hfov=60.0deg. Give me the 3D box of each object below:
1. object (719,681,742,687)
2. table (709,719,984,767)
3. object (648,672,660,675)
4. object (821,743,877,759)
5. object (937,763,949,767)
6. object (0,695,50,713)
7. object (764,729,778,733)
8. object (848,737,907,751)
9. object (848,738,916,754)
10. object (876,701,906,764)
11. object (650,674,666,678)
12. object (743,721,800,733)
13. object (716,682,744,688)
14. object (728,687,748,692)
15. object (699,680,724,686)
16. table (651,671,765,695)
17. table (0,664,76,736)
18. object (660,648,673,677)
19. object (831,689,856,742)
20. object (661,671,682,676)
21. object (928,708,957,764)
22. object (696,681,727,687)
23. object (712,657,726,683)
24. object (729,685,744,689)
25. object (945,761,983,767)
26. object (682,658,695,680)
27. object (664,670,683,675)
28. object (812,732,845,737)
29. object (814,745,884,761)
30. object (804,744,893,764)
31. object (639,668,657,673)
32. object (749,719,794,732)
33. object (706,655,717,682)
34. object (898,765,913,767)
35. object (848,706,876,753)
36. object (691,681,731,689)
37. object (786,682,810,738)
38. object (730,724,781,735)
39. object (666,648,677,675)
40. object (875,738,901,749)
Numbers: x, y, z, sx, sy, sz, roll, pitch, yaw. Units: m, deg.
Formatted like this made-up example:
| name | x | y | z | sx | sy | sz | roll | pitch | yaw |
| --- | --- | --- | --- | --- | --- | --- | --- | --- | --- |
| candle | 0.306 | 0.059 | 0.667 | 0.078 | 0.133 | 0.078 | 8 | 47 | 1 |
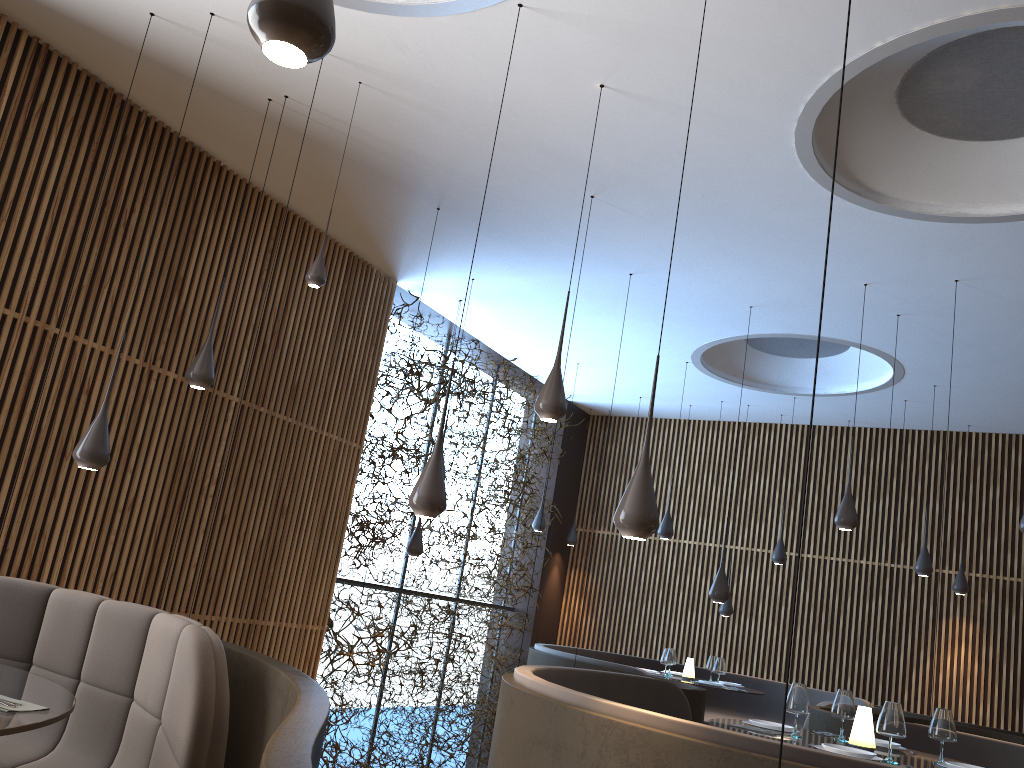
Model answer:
| name | x | y | z | sx | sy | sz | roll | pitch | yaw |
| --- | --- | --- | --- | --- | --- | --- | --- | --- | --- |
| object | 2.470 | 3.404 | 10.055 | 0.263 | 0.029 | 0.265 | 5 | -15 | 18 |
| table | 1.864 | 2.529 | 4.827 | 1.672 | 1.018 | 1.681 | -2 | -18 | 39 |
| object | 1.476 | 3.183 | 9.804 | 0.331 | 0.014 | 0.334 | 2 | -16 | 27 |
| object | 1.706 | 1.865 | 4.495 | 0.263 | 0.029 | 0.264 | -4 | -19 | 42 |
| object | 2.414 | 2.035 | 4.652 | 0.332 | 0.014 | 0.333 | -2 | -18 | 38 |
| object | -1.311 | 0.801 | 2.239 | 0.261 | 0.016 | 0.127 | 4 | -15 | 22 |
| object | 1.546 | 2.050 | 5.287 | 0.204 | 0.011 | 0.413 | 2 | -16 | 26 |
| object | 2.210 | 2.181 | 5.365 | 0.333 | 0.014 | 0.332 | 22 | -19 | -41 |
| object | 2.214 | 2.182 | 5.362 | 0.410 | 0.011 | 0.205 | -1 | -17 | 36 |
| object | 1.951 | 1.792 | 4.563 | 0.142 | 0.294 | 0.142 | 12 | -13 | -8 |
| object | 1.511 | 3.121 | 9.509 | 0.262 | 0.016 | 0.127 | 12 | -14 | -8 |
| object | 1.545 | 2.048 | 5.283 | 0.332 | 0.014 | 0.334 | -1 | -18 | 37 |
| object | 2.468 | 3.413 | 10.053 | 0.331 | 0.014 | 0.334 | 6 | -15 | 15 |
| object | 2.408 | 3.258 | 9.452 | 0.126 | 0.016 | 0.263 | 12 | -14 | -9 |
| object | 2.115 | 3.184 | 9.423 | 0.263 | 0.029 | 0.264 | 0 | -17 | 34 |
| table | 1.890 | 3.801 | 9.829 | 1.673 | 1.018 | 1.680 | 12 | -14 | -9 |
| table | -2.026 | 1.154 | 2.000 | 1.671 | 1.018 | 1.683 | 4 | -15 | 21 |
| object | 1.693 | 3.052 | 9.706 | 0.142 | 0.294 | 0.143 | 4 | -14 | 24 |
| object | 2.005 | 2.005 | 5.369 | 0.142 | 0.294 | 0.142 | 20 | -16 | -38 |
| object | 1.919 | 3.423 | 10.459 | 0.331 | 0.014 | 0.334 | 2 | -16 | 27 |
| object | 2.381 | 1.951 | 4.905 | 0.142 | 0.294 | 0.143 | 9 | -13 | 1 |
| object | 2.114 | 3.193 | 9.421 | 0.331 | 0.014 | 0.334 | 6 | -15 | 16 |
| object | 2.253 | 3.131 | 9.643 | 0.142 | 0.294 | 0.143 | 4 | -14 | 22 |
| object | 2.469 | 3.414 | 10.048 | 0.204 | 0.011 | 0.413 | 12 | -14 | -8 |
| object | 2.416 | 2.026 | 4.654 | 0.263 | 0.029 | 0.264 | -4 | -20 | 44 |
| object | 1.993 | 3.200 | 9.966 | 0.142 | 0.231 | 0.145 | 7 | -13 | 10 |
| object | 1.920 | 3.414 | 10.461 | 0.263 | 0.029 | 0.265 | 4 | -15 | 21 |
| object | 1.989 | 2.203 | 5.570 | 0.126 | 0.016 | 0.263 | -2 | -18 | 40 |
| object | 1.705 | 1.875 | 4.493 | 0.331 | 0.014 | 0.334 | 8 | -14 | 5 |
| object | 1.700 | 1.876 | 4.495 | 0.410 | 0.011 | 0.205 | 1 | -17 | 32 |
| object | 1.478 | 3.173 | 9.806 | 0.264 | 0.029 | 0.264 | 16 | -15 | -23 |
| object | 1.546 | 2.039 | 5.286 | 0.263 | 0.029 | 0.264 | 10 | -14 | -3 |
| object | 2.304 | 3.286 | 10.223 | 0.142 | 0.294 | 0.142 | 13 | -13 | -16 |
| object | 1.937 | 1.872 | 4.299 | 0.126 | 0.016 | 0.263 | -1 | -17 | 36 |
| object | 1.967 | 1.928 | 4.964 | 0.142 | 0.231 | 0.145 | -3 | -18 | 44 |
| object | 2.109 | 3.193 | 9.419 | 0.411 | 0.011 | 0.205 | 13 | -14 | -14 |
| object | 1.639 | 1.874 | 5.095 | 0.142 | 0.294 | 0.142 | 10 | -13 | -3 |
| object | 1.382 | 1.966 | 5.040 | 0.262 | 0.016 | 0.127 | 1 | -16 | 31 |
| object | 1.839 | 3.224 | 10.289 | 0.142 | 0.294 | 0.143 | 2 | -15 | 29 |
| object | 2.212 | 2.172 | 5.367 | 0.263 | 0.029 | 0.265 | 3 | -15 | 24 |
